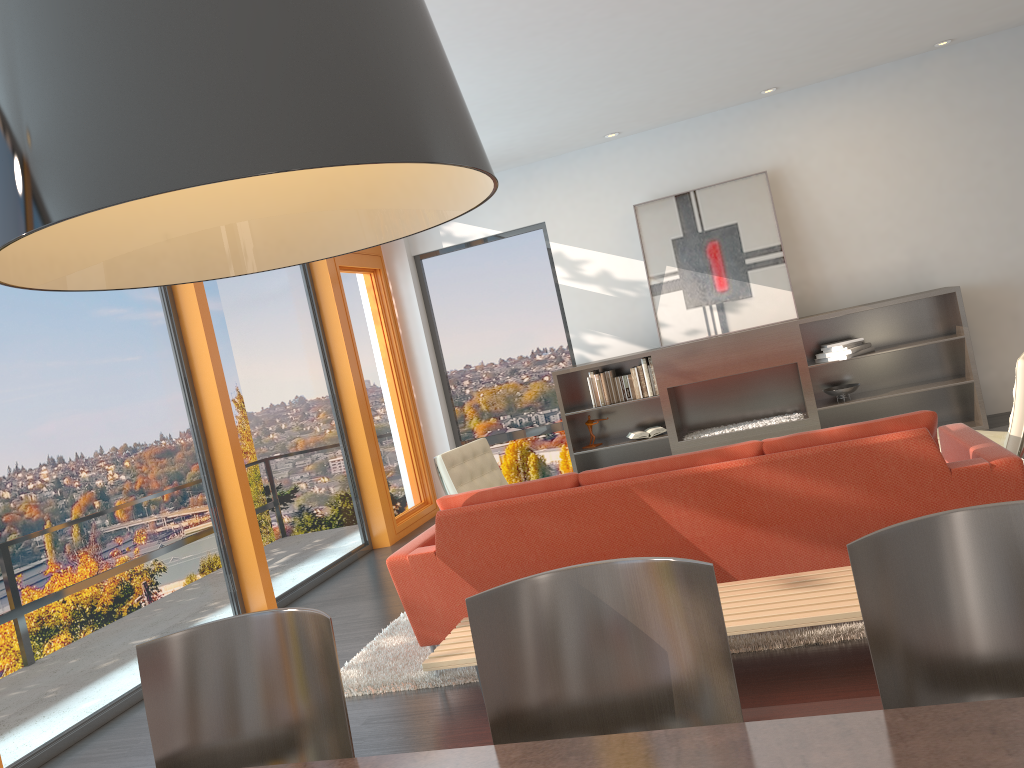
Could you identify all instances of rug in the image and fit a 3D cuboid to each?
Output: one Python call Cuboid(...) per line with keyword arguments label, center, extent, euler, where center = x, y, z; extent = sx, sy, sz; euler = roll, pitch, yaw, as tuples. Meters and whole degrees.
Cuboid(label="rug", center=(1.232, 0.984, 5.121), extent=(3.770, 0.043, 2.986), euler=(-12, 2, 16))

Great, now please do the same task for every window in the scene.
Cuboid(label="window", center=(-2.393, 0.086, 4.790), extent=(0.070, 3.345, 2.106), euler=(-12, 2, 16))
Cuboid(label="window", center=(-0.130, -0.550, 8.826), extent=(1.409, 3.339, 0.065), euler=(-12, 2, 16))
Cuboid(label="window", center=(-1.326, -0.272, 8.315), extent=(0.211, 3.345, 1.157), euler=(-12, 2, 16))
Cuboid(label="window", center=(-1.841, -0.106, 6.793), extent=(0.070, 3.345, 1.845), euler=(-12, 2, 16))

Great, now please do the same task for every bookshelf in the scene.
Cuboid(label="bookshelf", center=(2.147, 0.101, 7.762), extent=(3.385, 1.162, 0.570), euler=(-12, 2, 16))

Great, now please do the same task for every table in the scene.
Cuboid(label="table", center=(0.041, 1.058, 1.033), extent=(2.150, 0.764, 1.172), euler=(-12, 2, 16))

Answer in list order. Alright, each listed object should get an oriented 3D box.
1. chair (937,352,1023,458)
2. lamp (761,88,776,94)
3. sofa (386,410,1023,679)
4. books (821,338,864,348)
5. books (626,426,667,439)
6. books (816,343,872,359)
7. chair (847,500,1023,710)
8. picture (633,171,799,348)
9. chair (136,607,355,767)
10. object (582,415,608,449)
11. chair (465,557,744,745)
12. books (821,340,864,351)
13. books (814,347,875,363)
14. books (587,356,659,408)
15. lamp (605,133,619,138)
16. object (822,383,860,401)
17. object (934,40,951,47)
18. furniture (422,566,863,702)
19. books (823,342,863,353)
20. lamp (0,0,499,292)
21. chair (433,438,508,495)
Cuboid(label="chair", center=(2.610, 0.264, 4.861), extent=(0.706, 0.817, 0.700), euler=(-11, 2, 36))
Cuboid(label="lamp", center=(2.220, -2.534, 7.670), extent=(0.129, 0.010, 0.129), euler=(-13, 2, -29))
Cuboid(label="sofa", center=(0.821, 0.681, 4.068), extent=(2.596, 0.852, 1.039), euler=(-12, 2, 16))
Cuboid(label="books", center=(2.778, -0.346, 7.467), extent=(0.300, 0.020, 0.210), euler=(-12, 2, 6))
Cuboid(label="books", center=(1.211, 0.444, 7.970), extent=(0.336, 0.064, 0.234), euler=(-13, 2, -4))
Cuboid(label="books", center=(2.793, -0.279, 7.468), extent=(0.399, 0.038, 0.314), euler=(-14, 3, -44))
Cuboid(label="chair", center=(0.848, 0.714, 1.288), extent=(0.548, 0.967, 0.615), euler=(-12, 2, 16))
Cuboid(label="picture", center=(1.795, -1.103, 7.910), extent=(1.208, 1.338, 0.269), euler=(-12, 2, 16))
Cuboid(label="chair", center=(-0.527, 1.003, 1.692), extent=(0.548, 0.967, 0.615), euler=(-12, 2, 16))
Cuboid(label="object", center=(0.751, 0.425, 8.130), extent=(0.244, 0.290, 0.202), euler=(-11, 2, 36))
Cuboid(label="chair", center=(0.192, 0.852, 1.481), extent=(0.548, 0.967, 0.615), euler=(-12, 2, 16))
Cuboid(label="books", center=(2.782, -0.327, 7.467), extent=(0.300, 0.020, 0.210), euler=(-14, 2, -34))
Cuboid(label="books", center=(2.801, -0.243, 7.469), extent=(0.399, 0.038, 0.314), euler=(-14, 2, -34))
Cuboid(label="books", center=(1.010, -0.027, 7.964), extent=(0.591, 0.339, 0.324), euler=(-12, 2, 16))
Cuboid(label="lamp", center=(0.906, -2.259, 8.056), extent=(0.129, 0.010, 0.129), euler=(-13, 2, -29))
Cuboid(label="object", center=(2.796, 0.085, 7.497), extent=(0.309, 0.117, 0.308), euler=(-14, 2, -40))
Cuboid(label="object", center=(3.566, -2.819, 7.340), extent=(0.129, 0.010, 0.129), euler=(-13, 2, -29))
Cuboid(label="furniture", center=(0.711, 0.988, 3.242), extent=(2.004, 0.357, 0.493), euler=(-12, 2, 16))
Cuboid(label="books", center=(2.786, -0.307, 7.468), extent=(0.300, 0.020, 0.210), euler=(-14, 3, -44))
Cuboid(label="lamp", center=(-0.462, -0.942, 1.009), extent=(0.567, 1.580, 0.568), euler=(-11, 2, 45))
Cuboid(label="chair", center=(-0.042, 0.797, 6.289), extent=(0.706, 0.817, 0.700), euler=(-12, 2, 26))
